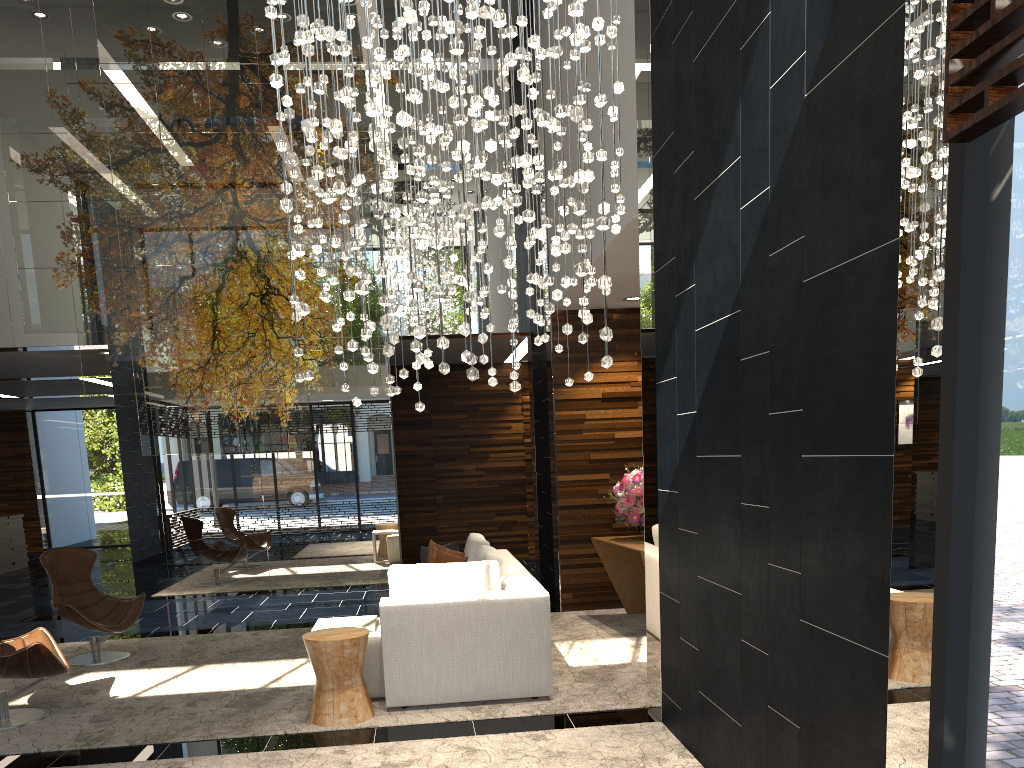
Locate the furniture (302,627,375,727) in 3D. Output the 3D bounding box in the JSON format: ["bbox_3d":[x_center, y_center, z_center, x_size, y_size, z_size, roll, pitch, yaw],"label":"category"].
[{"bbox_3d":[-1.033,1.744,5.155,0.392,0.531,0.385,0,5,29],"label":"furniture"}]

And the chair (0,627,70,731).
[{"bbox_3d":[-3.181,1.644,5.322,0.779,0.948,0.670,-5,5,-38],"label":"chair"}]

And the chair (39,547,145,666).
[{"bbox_3d":[-3.440,1.790,6.977,0.789,0.949,0.661,-1,4,22],"label":"chair"}]

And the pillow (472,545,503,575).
[{"bbox_3d":[-0.223,1.421,6.301,0.290,0.442,0.711,-3,-1,-5],"label":"pillow"}]

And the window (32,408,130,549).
[{"bbox_3d":[-7.574,1.899,17.694,3.953,2.904,0.058,-2,9,-6],"label":"window"}]

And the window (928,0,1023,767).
[{"bbox_3d":[-1.926,-1.352,0.332,6.139,6.155,2.292,-3,7,-6],"label":"window"}]

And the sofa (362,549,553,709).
[{"bbox_3d":[-0.536,1.753,6.608,1.289,0.691,2.823,-2,-4,-6],"label":"sofa"}]

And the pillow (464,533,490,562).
[{"bbox_3d":[-0.317,1.491,7.185,0.247,0.458,0.711,-3,-1,-6],"label":"pillow"}]

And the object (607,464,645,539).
[{"bbox_3d":[1.203,1.005,7.431,0.688,0.690,0.652,-3,2,-15],"label":"object"}]

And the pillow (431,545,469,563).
[{"bbox_3d":[-0.572,1.535,7.050,0.265,0.420,0.518,-6,3,-36],"label":"pillow"}]

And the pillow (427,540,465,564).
[{"bbox_3d":[-0.586,1.529,7.268,0.239,0.438,0.547,-7,4,-41],"label":"pillow"}]

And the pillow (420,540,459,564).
[{"bbox_3d":[-0.632,1.551,7.480,0.554,0.422,0.251,-2,4,41],"label":"pillow"}]

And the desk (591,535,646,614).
[{"bbox_3d":[1.346,1.672,6.897,0.989,0.758,2.222,-3,-3,-6],"label":"desk"}]

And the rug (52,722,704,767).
[{"bbox_3d":[-0.730,1.862,3.531,3.412,0.006,2.314,-2,-5,-6],"label":"rug"}]

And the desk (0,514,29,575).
[{"bbox_3d":[-8.480,2.542,13.205,0.878,0.900,2.648,-3,-3,-6],"label":"desk"}]

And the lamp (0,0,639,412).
[{"bbox_3d":[-4.959,-46.108,2.272,399.879,116.072,394.408,-4,-4,19],"label":"lamp"}]

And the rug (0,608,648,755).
[{"bbox_3d":[-1.009,2.120,6.553,5.894,0.006,3.183,-2,-5,-6],"label":"rug"}]

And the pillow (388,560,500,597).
[{"bbox_3d":[-0.426,1.360,5.496,0.711,0.469,0.213,-2,6,-4],"label":"pillow"}]

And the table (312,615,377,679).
[{"bbox_3d":[-1.101,1.825,5.791,0.400,0.475,0.393,-3,3,-6],"label":"table"}]
